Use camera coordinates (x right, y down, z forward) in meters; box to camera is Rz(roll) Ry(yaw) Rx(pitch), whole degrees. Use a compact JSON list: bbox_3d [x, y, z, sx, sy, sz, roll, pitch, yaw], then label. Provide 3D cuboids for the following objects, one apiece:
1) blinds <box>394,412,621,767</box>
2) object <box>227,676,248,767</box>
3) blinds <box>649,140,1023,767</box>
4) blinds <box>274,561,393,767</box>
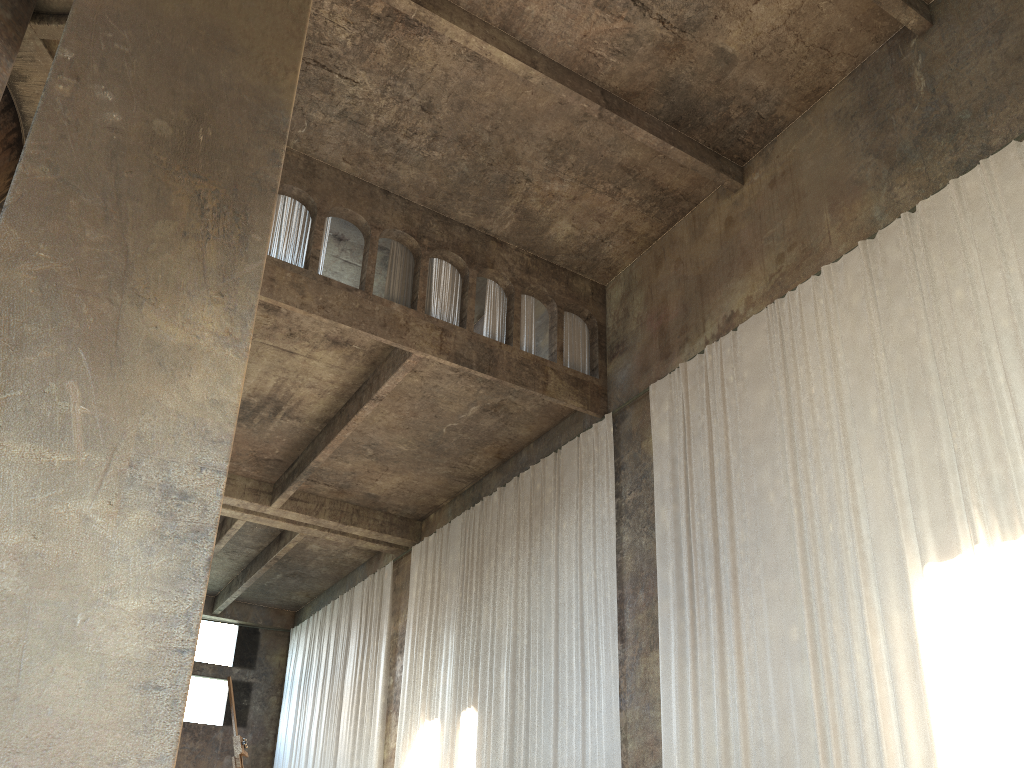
[{"bbox_3d":[-0.478,5.854,15.964,0.279,8.191,8.138,15,-30,-25],"label":"blinds"},{"bbox_3d":[-1.050,2.240,3.488,0.685,2.033,0.739,4,-26,-4],"label":"object"},{"bbox_3d":[4.041,2.051,9.178,0.279,8.191,8.138,15,-30,-25],"label":"blinds"},{"bbox_3d":[-5.011,9.669,22.771,0.279,8.191,8.124,16,-31,-27],"label":"blinds"}]
